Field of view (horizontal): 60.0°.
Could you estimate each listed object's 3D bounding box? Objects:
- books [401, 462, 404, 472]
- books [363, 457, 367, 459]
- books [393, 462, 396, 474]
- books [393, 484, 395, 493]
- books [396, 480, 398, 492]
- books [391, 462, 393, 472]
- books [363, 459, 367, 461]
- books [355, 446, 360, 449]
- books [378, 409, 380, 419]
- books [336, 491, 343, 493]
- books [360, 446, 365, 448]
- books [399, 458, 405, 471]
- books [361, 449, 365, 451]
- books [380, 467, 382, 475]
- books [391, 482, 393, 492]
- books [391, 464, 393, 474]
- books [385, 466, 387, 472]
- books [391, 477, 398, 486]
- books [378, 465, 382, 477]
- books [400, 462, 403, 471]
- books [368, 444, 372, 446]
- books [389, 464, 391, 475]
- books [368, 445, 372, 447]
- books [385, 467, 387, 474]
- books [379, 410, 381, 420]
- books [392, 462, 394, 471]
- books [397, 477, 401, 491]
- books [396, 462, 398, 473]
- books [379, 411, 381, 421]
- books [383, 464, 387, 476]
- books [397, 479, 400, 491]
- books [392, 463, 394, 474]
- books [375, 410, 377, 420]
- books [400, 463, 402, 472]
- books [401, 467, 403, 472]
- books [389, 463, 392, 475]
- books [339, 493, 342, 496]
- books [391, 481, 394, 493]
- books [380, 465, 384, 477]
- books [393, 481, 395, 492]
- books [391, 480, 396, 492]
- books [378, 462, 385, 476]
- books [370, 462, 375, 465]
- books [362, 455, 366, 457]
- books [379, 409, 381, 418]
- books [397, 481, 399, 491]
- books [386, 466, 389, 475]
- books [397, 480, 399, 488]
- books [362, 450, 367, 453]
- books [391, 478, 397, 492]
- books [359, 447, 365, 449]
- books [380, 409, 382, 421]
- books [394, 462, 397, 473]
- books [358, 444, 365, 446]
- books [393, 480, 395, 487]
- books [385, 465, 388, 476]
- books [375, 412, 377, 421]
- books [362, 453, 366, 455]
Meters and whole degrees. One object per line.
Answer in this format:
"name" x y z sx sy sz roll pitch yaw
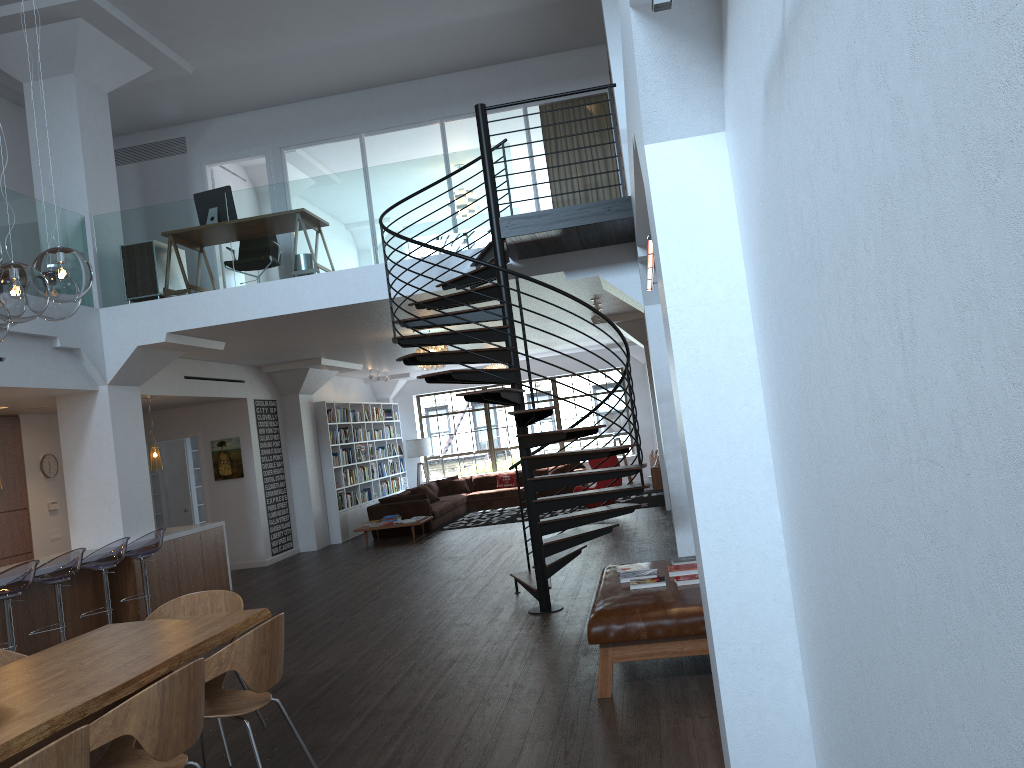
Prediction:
"books" -2.455 1.813 19.266 0.161 0.213 0.146 -8 -3 8
"books" -2.875 1.418 16.848 0.160 0.039 0.251 -8 -3 13
"books" -2.552 1.774 18.670 0.183 0.253 0.042 -8 -3 8
"books" -2.540 2.139 18.386 0.183 0.253 0.037 -8 -3 8
"books" -2.504 2.151 18.649 0.189 0.247 0.057 -8 -3 8
"books" -2.583 1.770 18.483 0.183 0.253 0.039 -8 -3 8
"books" -2.867 1.456 16.848 0.171 0.039 0.246 -8 -3 8
"books" -2.949 1.190 16.477 0.174 0.045 0.240 -8 -3 8
"books" -2.789 0.643 18.084 0.183 0.253 0.034 -8 -3 8
"books" -3.033 1.860 15.203 0.223 0.027 0.161 -8 -3 18
"books" -2.902 1.204 16.886 0.144 0.024 0.208 -8 -3 13
"books" -2.444 1.776 19.368 0.176 0.290 0.053 -8 -3 8
"books" -2.904 1.259 16.869 0.161 0.033 0.223 -8 -3 8
"books" -2.698 1.743 17.674 0.182 0.255 0.077 -8 -3 8
"books" -2.556 2.149 18.314 0.168 0.231 0.040 -8 -3 8
"books" -2.572 1.780 18.447 0.161 0.223 0.030 -8 -3 8
"books" -2.640 1.759 18.068 0.159 0.248 0.089 -8 -3 8
"books" -2.483 2.125 18.698 0.140 0.298 0.044 -8 -3 8
"books" -2.697 1.746 17.634 0.174 0.243 0.085 -8 -3 8
"books" -2.457 1.810 19.215 0.161 0.213 0.118 -8 -3 8
"books" -2.850 1.195 17.216 0.224 0.030 0.161 -8 -3 18
"books" -2.594 1.777 18.337 0.161 0.223 0.030 -8 -3 8
"books" -2.847 1.224 17.207 0.223 0.031 0.161 -8 -3 8
"books" -2.646 1.755 18.025 0.170 0.251 0.118 -8 -3 8
"books" -2.788 0.653 18.157 0.174 0.240 0.045 -8 -3 8
"books" -2.567 1.773 18.587 0.160 0.251 0.036 -8 -3 8
"books" -2.471 2.138 18.918 0.176 0.290 0.053 -8 -3 8
"books" -2.517 1.793 18.891 0.168 0.228 0.139 -8 -3 8
"books" -2.788 0.644 18.118 0.183 0.253 0.034 -8 -3 8
"books" -2.650 1.757 17.971 0.174 0.242 0.105 -8 -3 8
"books" -2.478 2.157 18.834 0.171 0.246 0.057 -8 -3 8
"books" -2.569 1.773 18.551 0.171 0.246 0.036 -8 -3 8
"books" -2.836 0.648 17.923 0.174 0.240 0.045 -8 -3 8
"books" -2.472 1.795 19.117 0.172 0.235 0.112 -8 -3 8
"books" -2.468 1.806 19.178 0.161 0.218 0.101 -8 -3 8
"books" -2.589 1.764 18.378 0.174 0.251 0.051 -8 -3 8
"books" -3.033 1.898 15.224 0.174 0.045 0.240 -7 -3 -2
"books" -2.549 2.139 18.352 0.183 0.253 0.036 -8 -3 8
"books" -2.681 1.745 17.719 0.182 0.253 0.098 -8 -3 8
"books" -2.538 2.141 18.422 0.183 0.253 0.036 -8 -3 8
"books" -2.518 2.143 18.530 0.183 0.253 0.037 -8 -3 8
"books" -2.684 1.731 17.825 0.197 0.290 0.136 -8 -3 8
"books" -2.788 1.564 17.285 0.185 0.041 0.129 -9 -3 23
"books" -2.905 1.381 16.849 0.180 0.042 0.259 -8 -3 8
"books" -2.776 0.648 18.190 0.160 0.250 0.026 -8 -3 8
"books" -2.476 2.172 18.742 0.144 0.207 0.048 -8 -3 8
"books" -2.623 1.775 18.130 0.161 0.218 0.101 -8 -3 8
"books" -2.487 2.159 18.789 0.159 0.241 0.038 -8 -3 8
"books" -2.893 1.293 16.860 0.183 0.042 0.253 -8 -3 8
"books" -2.528 2.132 18.591 0.198 0.284 0.066 -8 -3 8
"books" -2.918 1.232 16.896 0.223 0.027 0.161 -7 -3 -2
"books" -2.769 0.646 18.219 0.183 0.253 0.034 -8 -3 8
"books" -2.537 1.778 18.770 0.160 0.251 0.039 -8 -3 8
"books" -2.900 1.169 16.883 0.129 0.043 0.185 -9 -3 23
"books" -2.525 2.144 18.499 0.160 0.250 0.027 -8 -3 8
"books" -2.626 1.772 18.096 0.161 0.222 0.084 -8 -3 8
"books" -2.823 0.652 17.885 0.161 0.223 0.026 -8 -3 8
"books" -2.895 1.336 16.863 0.168 0.045 0.231 -8 -3 3
